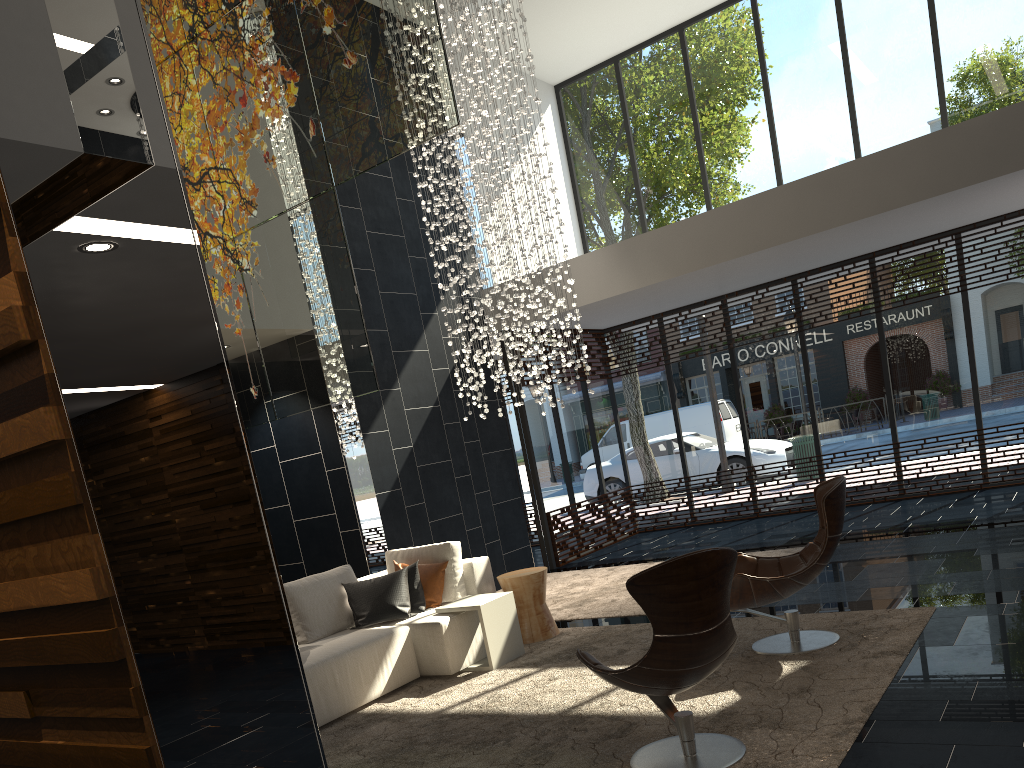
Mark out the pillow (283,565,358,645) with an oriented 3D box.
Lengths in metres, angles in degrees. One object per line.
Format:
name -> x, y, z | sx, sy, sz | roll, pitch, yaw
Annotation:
pillow -> -1.343, 1.575, 6.206 | 0.295, 0.443, 0.697 | -8, 1, 35

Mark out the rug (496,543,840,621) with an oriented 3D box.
rug -> 1.027, 1.904, 8.083 | 3.484, 0.006, 2.268 | -15, -6, 35

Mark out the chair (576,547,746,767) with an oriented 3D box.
chair -> 0.702, 1.120, 3.629 | 0.660, 0.946, 0.793 | -14, 4, -28

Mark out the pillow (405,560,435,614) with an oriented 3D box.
pillow -> -0.859, 1.540, 6.348 | 0.555, 0.423, 0.249 | -11, 5, 3

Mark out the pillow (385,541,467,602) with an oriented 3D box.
pillow -> -0.675, 1.472, 6.670 | 0.725, 0.467, 0.210 | -12, 5, 36

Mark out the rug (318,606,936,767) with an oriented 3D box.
rug -> -0.702, 2.055, 5.655 | 6.017, 0.006, 3.119 | -15, -6, 35

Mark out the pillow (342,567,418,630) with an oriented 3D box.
pillow -> -0.951, 1.549, 6.197 | 0.503, 0.372, 0.295 | -11, 3, -5

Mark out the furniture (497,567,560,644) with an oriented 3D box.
furniture -> 0.127, 1.697, 6.615 | 0.386, 0.531, 0.392 | -13, 4, -20

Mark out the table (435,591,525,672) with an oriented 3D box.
table -> -0.222, 1.753, 6.105 | 0.407, 0.474, 0.387 | -9, 4, 34

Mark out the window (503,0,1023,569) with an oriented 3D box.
window -> 3.002, -1.487, 8.961 | 6.255, 6.132, 2.264 | -10, 6, 34

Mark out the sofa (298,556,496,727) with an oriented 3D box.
sofa -> -1.209, 1.816, 5.841 | 1.316, 0.693, 2.767 | -13, -4, 34

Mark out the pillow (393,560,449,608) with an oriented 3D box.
pillow -> -0.717, 1.509, 6.481 | 0.529, 0.421, 0.259 | -11, 4, 30

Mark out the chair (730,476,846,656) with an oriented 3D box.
chair -> 1.569, 1.060, 5.029 | 0.791, 0.947, 0.661 | -11, 4, 2
